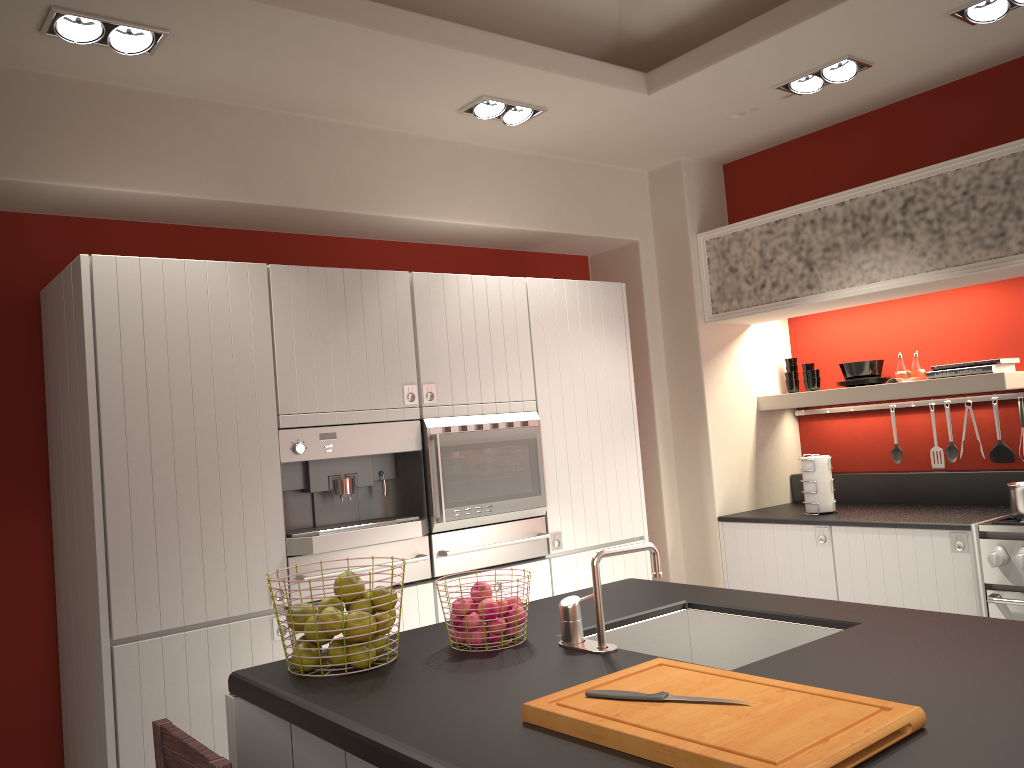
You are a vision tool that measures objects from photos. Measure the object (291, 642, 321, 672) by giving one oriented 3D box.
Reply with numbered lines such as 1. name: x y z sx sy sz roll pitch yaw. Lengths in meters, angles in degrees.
1. object: -0.489 0.648 2.107 0.068 0.068 0.068 -3 -4 -27

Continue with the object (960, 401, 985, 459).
1. object: 2.326 0.235 4.510 0.009 0.297 0.124 -2 -4 -38

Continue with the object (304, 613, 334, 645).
1. object: -0.467 0.596 2.157 0.076 0.077 0.076 -6 -3 17

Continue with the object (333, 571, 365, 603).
1. object: -0.402 0.501 2.190 0.078 0.080 0.078 -2 -4 -38

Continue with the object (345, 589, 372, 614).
1. object: -0.381 0.553 2.237 0.078 0.076 0.071 -6 -4 21

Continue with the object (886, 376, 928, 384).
1. object: 2.069 -0.023 4.601 0.183 0.027 0.160 -4 -3 -9

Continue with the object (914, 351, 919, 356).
1. object: 2.104 -0.157 4.616 0.026 0.032 0.023 -7 -4 35

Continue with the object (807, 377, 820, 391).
1. object: 1.701 0.002 4.985 0.070 0.076 0.070 -6 -4 23

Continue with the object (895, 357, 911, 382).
1. object: 2.021 -0.076 4.597 0.076 0.131 0.076 -5 -3 4

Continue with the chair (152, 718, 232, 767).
1. chair: -0.403 1.178 1.807 0.474 1.008 0.383 -2 -4 -38

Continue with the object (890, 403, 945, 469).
1. object: 2.149 0.280 4.733 0.022 0.351 0.287 -2 -4 -37

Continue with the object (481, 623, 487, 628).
1. object: -0.089 0.637 2.284 0.050 0.049 0.049 -6 -3 18

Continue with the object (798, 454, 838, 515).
1. object: 1.582 0.516 4.596 0.168 0.304 0.163 -4 -3 -9

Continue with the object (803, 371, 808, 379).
1. object: 1.721 -0.036 5.130 0.070 0.076 0.070 -6 -4 23

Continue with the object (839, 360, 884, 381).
1. object: 1.911 -0.066 4.839 0.232 0.108 0.232 -5 -3 4

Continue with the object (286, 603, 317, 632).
1. object: -0.521 0.581 2.203 0.076 0.068 0.077 -2 -5 -44

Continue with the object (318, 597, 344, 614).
1. object: -0.438 0.544 2.146 0.062 0.061 0.057 -3 -4 -23

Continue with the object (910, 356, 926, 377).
1. object: 2.109 -0.082 4.613 0.077 0.134 0.076 -7 -4 36

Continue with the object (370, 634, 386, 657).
1. object: -0.351 0.633 2.179 0.084 0.079 0.086 -5 -3 7

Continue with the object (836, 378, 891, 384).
1. object: 1.916 -0.009 4.836 0.280 0.016 0.280 -2 -4 -39

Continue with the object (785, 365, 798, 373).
1. object: 1.650 -0.069 5.220 0.070 0.076 0.070 -6 -4 23

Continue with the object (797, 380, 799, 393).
1. object: 1.657 0.019 5.215 0.070 0.076 0.070 -6 -4 23

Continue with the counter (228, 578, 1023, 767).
1. counter: 0.476 0.614 1.812 1.415 0.050 2.053 -2 -4 -38

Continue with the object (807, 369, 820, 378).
1. object: 1.697 -0.041 4.987 0.070 0.076 0.070 -6 -4 23

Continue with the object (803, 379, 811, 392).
1. object: 1.725 0.008 5.127 0.070 0.076 0.070 -6 -4 23

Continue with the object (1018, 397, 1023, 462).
1. object: 2.486 0.225 4.303 0.069 0.328 0.069 -7 -4 30

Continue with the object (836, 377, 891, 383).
1. object: 1.916 -0.014 4.836 0.280 0.016 0.280 -2 -4 -39

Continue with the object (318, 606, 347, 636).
1. object: -0.422 0.558 2.086 0.067 0.068 0.067 -6 -3 15

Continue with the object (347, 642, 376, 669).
1. object: -0.356 0.636 2.092 0.068 0.068 0.068 -3 -4 -27

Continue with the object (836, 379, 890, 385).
1. object: 1.916 -0.003 4.836 0.280 0.016 0.280 -2 -4 -39

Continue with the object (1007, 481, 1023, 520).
1. object: 2.195 0.489 3.715 0.201 0.148 0.201 -8 -5 45

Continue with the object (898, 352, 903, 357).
1. object: 2.015 -0.151 4.602 0.023 0.031 0.024 -5 -3 4

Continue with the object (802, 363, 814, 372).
1. object: 1.718 -0.079 5.133 0.070 0.076 0.070 -6 -4 23

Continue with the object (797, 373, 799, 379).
1. object: 1.653 -0.025 5.218 0.070 0.076 0.070 -6 -4 23

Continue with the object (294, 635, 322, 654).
1. object: -0.504 0.654 2.194 0.068 0.068 0.068 -3 -4 -27

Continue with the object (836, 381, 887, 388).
1. object: 1.917 0.007 4.835 0.280 0.016 0.280 -2 -4 -39

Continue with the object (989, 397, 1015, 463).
1. object: 2.426 0.230 4.410 0.040 0.331 0.123 -2 -4 -38

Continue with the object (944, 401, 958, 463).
1. object: 2.265 0.248 4.586 0.022 0.324 0.067 -2 -4 -39

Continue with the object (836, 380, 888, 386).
1. object: 1.917 0.002 4.835 0.280 0.016 0.280 -2 -4 -39

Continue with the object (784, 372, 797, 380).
1. object: 1.590 -0.029 5.045 0.070 0.076 0.070 -6 -4 23

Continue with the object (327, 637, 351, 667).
1. object: -0.409 0.642 2.125 0.068 0.068 0.068 -3 -4 -27

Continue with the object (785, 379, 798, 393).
1. object: 1.593 0.015 5.043 0.070 0.076 0.070 -6 -4 23

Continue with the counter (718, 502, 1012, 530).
1. counter: 1.804 0.658 4.488 0.699 0.026 1.359 -2 -4 -38

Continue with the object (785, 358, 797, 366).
1. object: 1.646 -0.113 5.223 0.070 0.076 0.070 -6 -4 23

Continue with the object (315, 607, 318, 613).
1. object: -0.480 0.602 2.255 0.076 0.077 0.076 -6 -3 17
